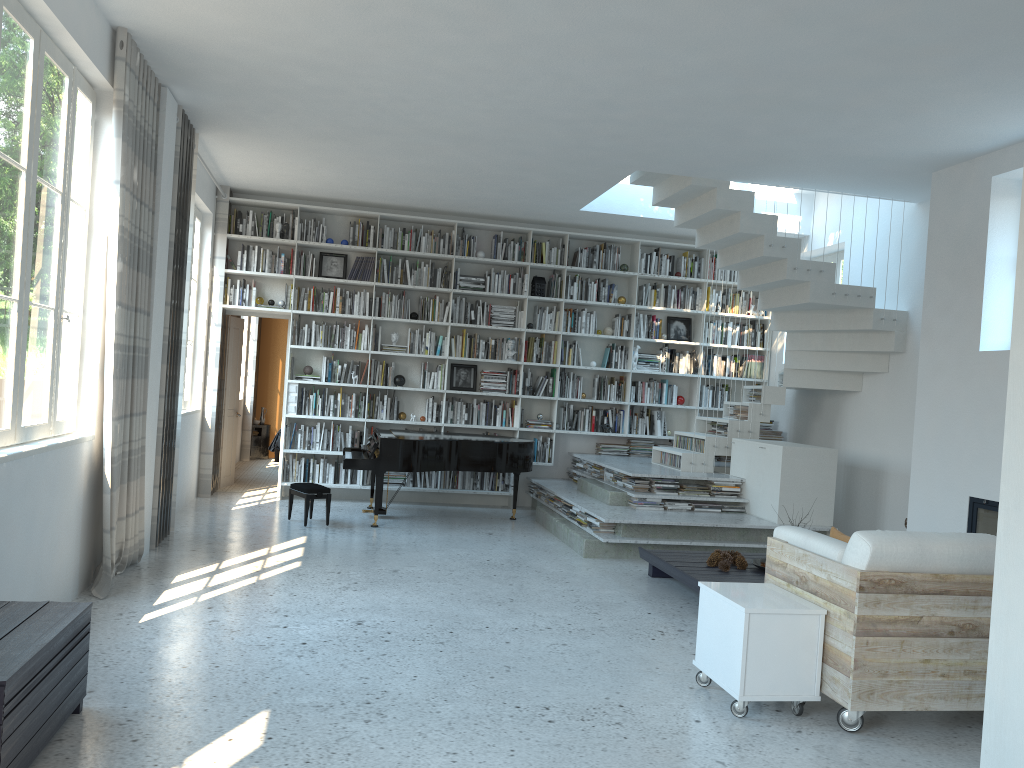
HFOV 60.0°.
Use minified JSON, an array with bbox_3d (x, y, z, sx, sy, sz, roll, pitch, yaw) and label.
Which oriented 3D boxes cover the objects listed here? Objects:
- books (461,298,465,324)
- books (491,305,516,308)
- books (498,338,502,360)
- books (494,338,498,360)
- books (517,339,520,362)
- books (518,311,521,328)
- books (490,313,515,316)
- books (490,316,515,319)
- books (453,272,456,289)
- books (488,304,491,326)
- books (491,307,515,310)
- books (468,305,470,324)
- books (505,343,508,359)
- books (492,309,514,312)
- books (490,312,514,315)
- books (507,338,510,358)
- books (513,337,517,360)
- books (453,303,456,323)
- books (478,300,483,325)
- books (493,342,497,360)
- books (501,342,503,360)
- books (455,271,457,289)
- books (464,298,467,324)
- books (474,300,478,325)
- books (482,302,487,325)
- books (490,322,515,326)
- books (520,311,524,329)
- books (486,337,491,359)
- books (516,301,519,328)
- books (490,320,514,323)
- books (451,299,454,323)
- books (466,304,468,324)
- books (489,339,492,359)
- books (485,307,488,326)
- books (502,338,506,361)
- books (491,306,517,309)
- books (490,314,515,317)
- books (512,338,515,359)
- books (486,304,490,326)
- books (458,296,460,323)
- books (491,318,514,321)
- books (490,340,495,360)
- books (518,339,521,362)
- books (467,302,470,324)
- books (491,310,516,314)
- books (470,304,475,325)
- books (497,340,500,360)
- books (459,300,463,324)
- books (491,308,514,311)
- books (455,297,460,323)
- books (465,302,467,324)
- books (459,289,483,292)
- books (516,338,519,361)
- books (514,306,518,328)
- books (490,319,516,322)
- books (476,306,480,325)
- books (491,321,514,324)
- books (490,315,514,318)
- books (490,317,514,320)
[{"bbox_3d":[-0.555,-0.806,9.895,0.029,0.295,0.151,4,0,-11],"label":"books"},{"bbox_3d":[-0.107,-0.867,9.978,0.285,0.012,0.159,4,0,-9],"label":"books"},{"bbox_3d":[-0.142,-0.391,9.973,0.025,0.258,0.150,4,0,-11],"label":"books"},{"bbox_3d":[-0.182,-0.387,9.948,0.012,0.245,0.186,4,0,-11],"label":"books"},{"bbox_3d":[0.061,-0.378,10.026,0.014,0.261,0.137,4,0,-11],"label":"books"},{"bbox_3d":[0.070,-0.715,10.014,0.029,0.198,0.172,4,0,-11],"label":"books"},{"bbox_3d":[-0.112,-0.780,9.977,0.254,0.012,0.161,4,0,-14],"label":"books"},{"bbox_3d":[-0.116,-0.744,9.982,0.285,0.012,0.159,4,0,-10],"label":"books"},{"bbox_3d":[-0.647,-1.133,9.852,0.027,0.201,0.167,4,0,-11],"label":"books"},{"bbox_3d":[-0.264,-0.762,9.928,0.013,0.247,0.176,4,0,-11],"label":"books"},{"bbox_3d":[-0.110,-0.843,9.982,0.254,0.012,0.161,4,0,-11],"label":"books"},{"bbox_3d":[-0.488,-0.774,9.901,0.011,0.239,0.147,4,0,-11],"label":"books"},{"bbox_3d":[-0.072,-0.357,9.995,0.035,0.201,0.149,4,0,-11],"label":"books"},{"bbox_3d":[-0.109,-0.817,9.972,0.254,0.012,0.161,4,0,-6],"label":"books"},{"bbox_3d":[-0.112,-0.793,9.979,0.254,0.012,0.161,4,0,-9],"label":"books"},{"bbox_3d":[-0.048,-0.386,10.008,0.014,0.263,0.135,4,0,-11],"label":"books"},{"bbox_3d":[0.028,-0.389,10.024,0.025,0.279,0.108,4,0,-11],"label":"books"},{"bbox_3d":[-0.650,-0.779,9.885,0.027,0.228,0.147,4,0,-11],"label":"books"},{"bbox_3d":[-0.355,-0.791,9.929,0.049,0.291,0.162,4,0,-11],"label":"books"},{"bbox_3d":[-0.205,-0.366,9.954,0.029,0.200,0.178,4,0,-11],"label":"books"},{"bbox_3d":[-0.125,-0.363,9.994,0.022,0.206,0.114,4,0,-11],"label":"books"},{"bbox_3d":[-0.629,-1.140,9.869,0.013,0.218,0.141,4,0,-11],"label":"books"},{"bbox_3d":[-0.534,-0.807,9.891,0.011,0.300,0.179,4,0,-11],"label":"books"},{"bbox_3d":[-0.406,-0.791,9.923,0.022,0.285,0.130,4,0,-11],"label":"books"},{"bbox_3d":[-0.319,-0.777,9.922,0.021,0.269,0.191,4,0,-11],"label":"books"},{"bbox_3d":[-0.120,-0.672,9.982,0.285,0.012,0.159,4,0,-10],"label":"books"},{"bbox_3d":[0.098,-0.717,10.025,0.030,0.205,0.158,4,0,-11],"label":"books"},{"bbox_3d":[-0.265,-0.399,9.955,0.014,0.258,0.161,4,0,-11],"label":"books"},{"bbox_3d":[0.053,-0.777,10.012,0.012,0.319,0.139,4,0,-11],"label":"books"},{"bbox_3d":[-0.119,-0.696,9.982,0.254,0.012,0.161,4,0,-12],"label":"books"},{"bbox_3d":[-0.672,-0.800,9.864,0.026,0.267,0.170,4,0,-11],"label":"books"},{"bbox_3d":[-0.514,-0.772,9.899,0.014,0.233,0.147,4,0,-11],"label":"books"},{"bbox_3d":[-0.253,-0.386,9.954,0.010,0.234,0.175,4,0,-11],"label":"books"},{"bbox_3d":[-0.301,-0.749,9.942,0.024,0.216,0.132,4,0,-11],"label":"books"},{"bbox_3d":[-0.099,-0.388,9.992,0.024,0.259,0.126,4,0,-11],"label":"books"},{"bbox_3d":[-0.107,-0.855,9.971,0.285,0.012,0.159,4,0,-16],"label":"books"},{"bbox_3d":[-0.113,-0.768,9.977,0.285,0.012,0.159,4,0,-8],"label":"books"},{"bbox_3d":[0.005,-0.381,10.008,0.025,0.259,0.130,4,0,-11],"label":"books"},{"bbox_3d":[-0.280,-0.762,9.937,0.015,0.245,0.183,4,0,-11],"label":"books"},{"bbox_3d":[-0.602,-0.818,9.895,0.014,0.313,0.133,4,0,-11],"label":"books"},{"bbox_3d":[-0.117,-0.720,9.979,0.254,0.012,0.161,4,0,-9],"label":"books"},{"bbox_3d":[-0.233,-0.379,9.947,0.029,0.224,0.185,4,0,-11],"label":"books"},{"bbox_3d":[0.077,-0.379,10.036,0.023,0.265,0.107,4,0,-11],"label":"books"},{"bbox_3d":[-0.500,-0.780,9.898,0.014,0.250,0.172,4,0,-11],"label":"books"},{"bbox_3d":[-0.112,-0.805,9.981,0.285,0.012,0.159,4,0,-12],"label":"books"},{"bbox_3d":[-0.448,-0.770,9.903,0.066,0.236,0.153,4,0,-11],"label":"books"},{"bbox_3d":[-0.171,-0.378,9.987,0.025,0.230,0.143,4,0,-11],"label":"books"},{"bbox_3d":[-0.579,-0.793,9.873,0.025,0.266,0.185,4,0,-11],"label":"books"},{"bbox_3d":[-0.110,-0.831,9.978,0.254,0.012,0.161,4,0,-9],"label":"books"},{"bbox_3d":[-0.618,-0.812,9.872,0.026,0.297,0.179,4,0,-11],"label":"books"},{"bbox_3d":[-0.526,-0.783,9.896,0.011,0.252,0.153,4,0,-11],"label":"books"},{"bbox_3d":[-0.461,-1.038,9.902,0.254,0.012,0.161,4,0,-7],"label":"books"},{"bbox_3d":[0.049,-0.381,10.011,0.014,0.266,0.153,4,0,-11],"label":"books"},{"bbox_3d":[0.042,-0.745,9.995,0.012,0.254,0.161,4,0,-11],"label":"books"},{"bbox_3d":[-0.117,-0.708,9.977,0.285,0.012,0.159,4,0,-14],"label":"books"},{"bbox_3d":[-0.384,-0.755,9.922,0.024,0.216,0.148,4,0,-11],"label":"books"},{"bbox_3d":[-0.120,-0.684,9.984,0.254,0.012,0.161,4,0,-11],"label":"books"},{"bbox_3d":[-0.115,-0.756,9.981,0.254,0.012,0.161,4,0,-10],"label":"books"},{"bbox_3d":[-0.116,-0.733,9.979,0.254,0.012,0.161,4,0,-13],"label":"books"}]
